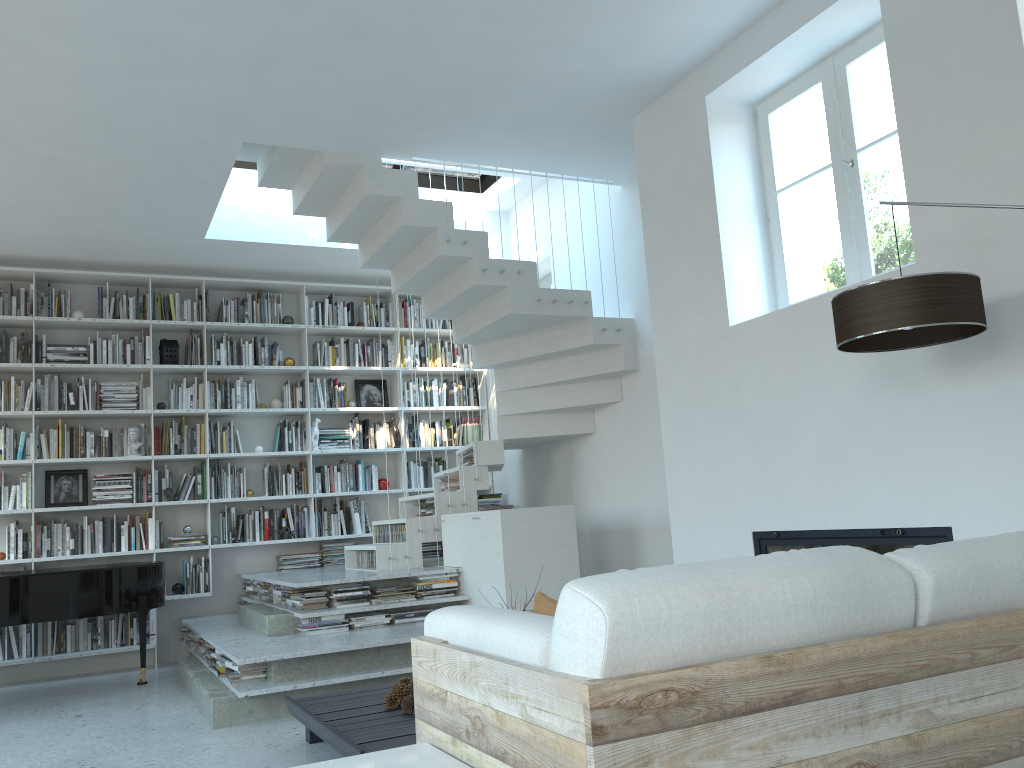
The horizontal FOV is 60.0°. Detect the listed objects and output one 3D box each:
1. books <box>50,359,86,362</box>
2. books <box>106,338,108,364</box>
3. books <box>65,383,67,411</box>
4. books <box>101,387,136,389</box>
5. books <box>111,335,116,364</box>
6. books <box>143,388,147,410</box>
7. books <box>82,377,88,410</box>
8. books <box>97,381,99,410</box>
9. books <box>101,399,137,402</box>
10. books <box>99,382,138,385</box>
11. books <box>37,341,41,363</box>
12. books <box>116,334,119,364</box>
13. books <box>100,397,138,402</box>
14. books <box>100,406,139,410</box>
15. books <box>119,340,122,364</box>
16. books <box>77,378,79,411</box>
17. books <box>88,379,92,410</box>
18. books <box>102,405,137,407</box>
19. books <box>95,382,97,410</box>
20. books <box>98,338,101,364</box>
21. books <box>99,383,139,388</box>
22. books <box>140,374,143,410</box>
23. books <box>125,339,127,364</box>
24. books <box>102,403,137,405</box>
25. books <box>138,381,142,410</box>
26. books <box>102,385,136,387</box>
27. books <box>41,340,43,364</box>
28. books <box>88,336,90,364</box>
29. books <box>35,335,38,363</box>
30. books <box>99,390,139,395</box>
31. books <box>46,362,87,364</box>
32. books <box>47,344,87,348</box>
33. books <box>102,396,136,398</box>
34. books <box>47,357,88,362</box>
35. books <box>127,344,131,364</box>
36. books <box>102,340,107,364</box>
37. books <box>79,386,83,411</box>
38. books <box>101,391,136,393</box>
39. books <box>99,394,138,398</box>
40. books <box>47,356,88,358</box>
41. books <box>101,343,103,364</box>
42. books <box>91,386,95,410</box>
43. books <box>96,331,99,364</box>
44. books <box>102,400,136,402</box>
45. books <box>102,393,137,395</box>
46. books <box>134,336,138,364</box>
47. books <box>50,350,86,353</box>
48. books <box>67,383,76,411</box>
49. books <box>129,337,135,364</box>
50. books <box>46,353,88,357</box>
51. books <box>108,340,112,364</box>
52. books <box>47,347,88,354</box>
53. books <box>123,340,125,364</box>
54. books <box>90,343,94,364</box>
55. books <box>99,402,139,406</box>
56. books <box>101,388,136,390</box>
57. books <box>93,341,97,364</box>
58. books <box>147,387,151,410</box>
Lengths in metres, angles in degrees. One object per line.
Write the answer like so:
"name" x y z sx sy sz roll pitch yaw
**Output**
"books" -3.542 -0.175 7.065 0.254 0.012 0.161 1 -10 -29
"books" -3.291 -0.241 7.203 0.012 0.244 0.131 0 -9 -26
"books" -3.527 0.122 7.017 0.011 0.239 0.147 0 -9 -26
"books" -3.193 0.042 7.200 0.254 0.012 0.161 0 -9 -24
"books" -3.252 -0.254 7.236 0.029 0.273 0.140 0 -9 -26
"books" -3.014 0.143 7.269 0.029 0.198 0.172 0 -9 -26
"books" -3.410 0.097 7.082 0.049 0.290 0.162 0 -9 -26
"books" -3.318 0.116 7.102 0.013 0.246 0.177 0 -9 -26
"books" -3.185 0.139 7.187 0.254 0.012 0.161 0 -10 -28
"books" -3.195 0.006 7.205 0.285 0.012 0.160 0 -9 -24
"books" -3.717 -0.223 6.973 0.027 0.201 0.168 0 -9 -26
"books" -3.220 -0.255 7.228 0.023 0.269 0.185 0 -9 -26
"books" -3.188 0.128 7.191 0.285 0.012 0.160 0 -9 -25
"books" -3.182 0.199 7.181 0.285 0.012 0.160 0 -9 -25
"books" -3.194 -0.233 7.228 0.023 0.222 0.191 0 -9 -26
"books" -3.457 0.100 7.063 0.022 0.285 0.131 0 -9 -26
"books" -3.371 0.105 7.083 0.021 0.268 0.192 0 -9 -26
"books" -3.184 0.188 7.184 0.254 0.012 0.161 0 -9 -26
"books" -3.336 0.119 7.106 0.015 0.244 0.183 0 -9 -26
"books" -3.335 -0.239 7.170 0.021 0.237 0.171 0 -9 -26
"books" -3.192 0.016 7.197 0.285 0.012 0.160 1 -10 -31
"books" -3.038 0.084 7.270 0.012 0.318 0.140 0 -9 -26
"books" -3.161 -0.236 7.250 0.012 0.230 0.158 0 -9 -26
"books" -3.184 0.175 7.184 0.254 0.012 0.161 0 -10 -27
"books" -3.040 0.114 7.246 0.012 0.253 0.161 0 -9 -26
"books" -3.196 0.030 7.206 0.254 0.012 0.161 0 -9 -26
"books" -3.705 -0.230 6.994 0.013 0.218 0.141 0 -9 -26
"books" -3.404 -0.248 7.138 0.012 0.253 0.161 0 -9 -26
"books" -3.745 -0.246 6.986 0.012 0.253 0.161 0 -9 -26
"books" -3.192 0.068 7.199 0.285 0.012 0.160 0 -10 -27
"books" -3.540 -0.151 7.062 0.285 0.012 0.160 0 -9 -23
"books" -3.552 -0.288 7.088 0.285 0.024 0.160 0 -9 -26
"books" -3.188 0.116 7.192 0.254 0.012 0.161 0 -9 -25
"books" -3.543 -0.187 7.067 0.285 0.012 0.160 1 -10 -29
"books" -3.140 -0.216 7.253 0.029 0.188 0.176 0 -9 -26
"books" -3.302 -0.229 7.182 0.027 0.216 0.190 0 -9 -26
"books" -3.431 0.133 7.063 0.024 0.216 0.148 0 -9 -26
"books" -3.190 0.079 7.195 0.254 0.012 0.161 0 -9 -24
"books" -3.187 0.103 7.190 0.285 0.012 0.160 0 -9 -23
"books" -3.545 -0.199 7.070 0.285 0.012 0.160 0 -10 -28
"books" -3.324 -0.221 7.185 0.011 0.203 0.133 0 -9 -26
"books" -3.356 0.134 7.104 0.024 0.216 0.132 0 -9 -26
"books" -3.344 -0.265 7.152 0.011 0.283 0.190 0 -9 -26
"books" -3.185 0.151 7.186 0.254 0.012 0.161 0 -9 -24
"books" -3.188 0.091 7.192 0.254 0.012 0.161 1 -10 -29
"books" -3.095 -0.249 7.298 0.029 0.261 0.133 0 -9 -26
"books" -3.545 -0.241 7.073 0.254 0.025 0.161 1 -10 -30
"books" -3.489 0.122 7.029 0.066 0.236 0.154 0 -9 -26
"books" -3.115 -0.246 7.270 0.032 0.248 0.173 0 -9 -26
"books" -3.542 -0.217 7.067 0.285 0.024 0.160 -1 -9 -21
"books" -3.267 -0.230 7.202 0.028 0.218 0.183 0 -9 -26
"books" -3.548 -0.265 7.080 0.285 0.024 0.160 0 -9 -24
"books" -3.174 -0.235 7.251 0.010 0.230 0.152 0 -9 -26
"books" -3.383 -0.215 7.138 0.025 0.187 0.193 0 -9 -26
"books" -3.183 0.162 7.182 0.285 0.012 0.160 1 -10 -29
"books" -3.189 0.054 7.193 0.254 0.012 0.161 -1 -9 -21
"books" -3.375 -0.228 7.177 0.024 0.223 0.128 0 -9 -26
"books" -2.990 0.141 7.287 0.030 0.205 0.158 0 -9 -26
